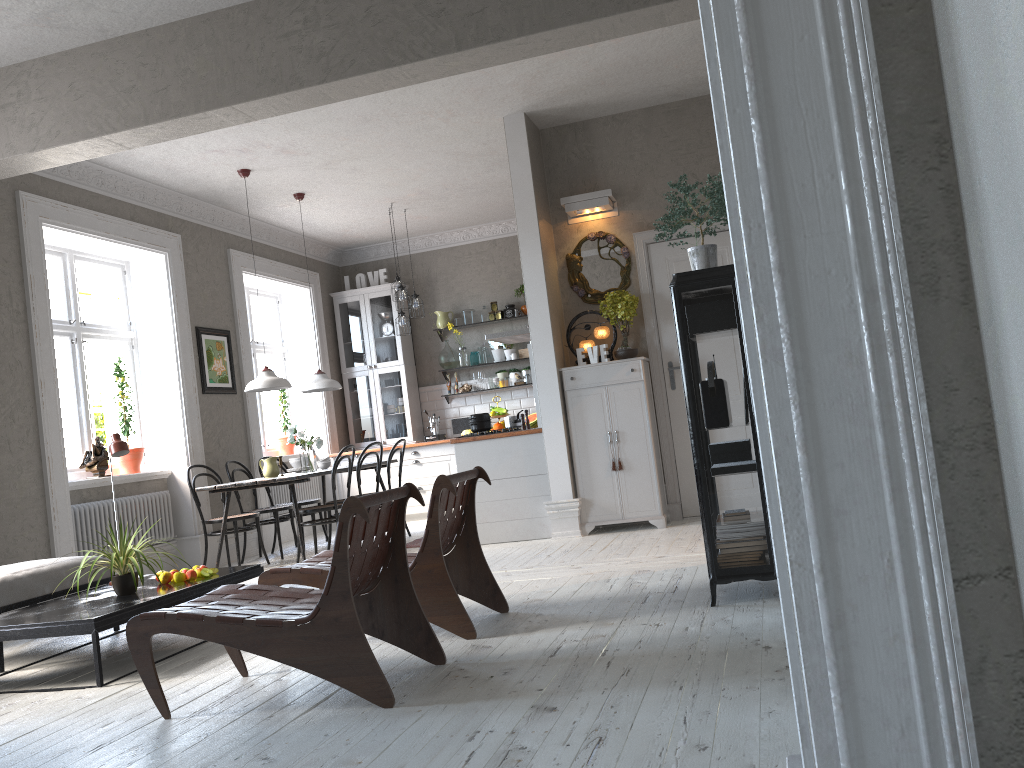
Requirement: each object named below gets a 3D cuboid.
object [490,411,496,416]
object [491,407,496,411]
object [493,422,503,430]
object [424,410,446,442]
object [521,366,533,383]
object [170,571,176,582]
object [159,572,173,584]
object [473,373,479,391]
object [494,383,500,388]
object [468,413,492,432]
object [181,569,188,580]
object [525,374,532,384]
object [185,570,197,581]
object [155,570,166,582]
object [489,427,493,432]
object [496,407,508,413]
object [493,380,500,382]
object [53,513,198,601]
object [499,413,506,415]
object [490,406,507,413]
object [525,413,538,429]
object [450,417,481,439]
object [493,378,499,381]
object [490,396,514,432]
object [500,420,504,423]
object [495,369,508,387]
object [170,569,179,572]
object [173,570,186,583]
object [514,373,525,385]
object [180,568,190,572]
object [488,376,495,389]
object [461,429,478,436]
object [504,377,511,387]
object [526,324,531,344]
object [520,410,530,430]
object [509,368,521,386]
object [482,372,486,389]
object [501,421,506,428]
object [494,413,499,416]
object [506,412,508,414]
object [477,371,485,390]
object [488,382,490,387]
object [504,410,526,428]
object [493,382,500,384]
[{"bbox_3d":[-0.219,0.341,10.115,0.058,0.069,0.080,-9,-3,34],"label":"object"},{"bbox_3d":[-0.217,0.279,10.165,0.073,0.058,0.050,-7,-3,-9],"label":"object"},{"bbox_3d":[-0.158,0.483,10.040,0.114,0.110,0.110,-6,-3,-18],"label":"object"},{"bbox_3d":[-0.929,0.481,10.309,0.204,0.370,0.357,-8,-3,15],"label":"object"},{"bbox_3d":[0.195,-0.103,10.346,0.157,0.213,0.154,-8,-3,12],"label":"object"},{"bbox_3d":[-1.811,1.029,4.737,0.058,0.056,0.060,-7,-3,2],"label":"object"},{"bbox_3d":[-1.827,1.023,4.668,0.069,0.066,0.071,-9,-3,30],"label":"object"},{"bbox_3d":[-0.420,-0.023,10.458,0.082,0.217,0.082,-7,-3,1],"label":"object"},{"bbox_3d":[-0.175,0.020,10.288,0.077,0.051,0.077,-8,-3,8],"label":"object"},{"bbox_3d":[-0.259,0.316,7.240,0.191,0.147,0.192,-7,-3,-6],"label":"object"},{"bbox_3d":[-1.744,1.020,4.737,0.056,0.058,0.059,-7,-3,6],"label":"object"},{"bbox_3d":[0.187,-0.058,10.229,0.077,0.108,0.078,-8,-3,8],"label":"object"},{"bbox_3d":[-1.695,1.011,4.684,0.056,0.058,0.057,-9,-4,39],"label":"object"},{"bbox_3d":[-1.876,1.033,4.743,0.066,0.066,0.071,-8,-3,20],"label":"object"},{"bbox_3d":[-0.233,0.524,10.208,0.075,0.072,0.155,-10,-4,44],"label":"object"},{"bbox_3d":[-0.105,0.298,10.203,0.177,0.096,0.090,-9,-3,35],"label":"object"},{"bbox_3d":[-0.179,-0.014,10.290,0.076,0.051,0.079,-9,-3,33],"label":"object"},{"bbox_3d":[-1.935,0.856,4.475,0.718,0.420,0.676,-9,-3,33],"label":"object"},{"bbox_3d":[-0.110,0.353,10.138,0.076,0.062,0.100,-7,-3,-12],"label":"object"},{"bbox_3d":[-0.153,0.291,10.144,0.208,0.101,0.068,-8,-3,20],"label":"object"},{"bbox_3d":[0.220,0.414,9.899,0.231,0.174,0.222,-9,-4,36],"label":"object"},{"bbox_3d":[-0.526,0.501,10.299,0.348,0.226,0.089,-8,-3,14],"label":"object"},{"bbox_3d":[-0.183,-0.040,10.291,0.077,0.051,0.077,-7,-3,1],"label":"object"},{"bbox_3d":[-0.152,0.349,10.170,0.352,0.425,0.352,-7,-3,0],"label":"object"},{"bbox_3d":[-0.101,0.463,10.224,0.085,0.093,0.087,-8,-3,11],"label":"object"},{"bbox_3d":[-0.116,-0.066,10.406,0.157,0.216,0.155,-7,-3,-5],"label":"object"},{"bbox_3d":[-1.830,1.034,4.799,0.057,0.058,0.058,-7,-3,-2],"label":"object"},{"bbox_3d":[-1.757,1.016,4.675,0.063,0.063,0.060,-5,-4,-44],"label":"object"},{"bbox_3d":[0.086,-0.060,10.273,0.120,0.146,0.099,-6,-3,-18],"label":"object"},{"bbox_3d":[-1.768,1.026,4.793,0.063,0.058,0.060,-6,-3,-30],"label":"object"},{"bbox_3d":[-0.233,-0.014,10.348,0.079,0.139,0.078,-7,-3,-13],"label":"object"},{"bbox_3d":[-0.481,0.556,10.076,0.195,0.083,0.191,-8,-3,15],"label":"object"},{"bbox_3d":[-0.053,-0.023,10.315,0.077,0.108,0.078,-8,-3,8],"label":"object"},{"bbox_3d":[0.227,-0.558,10.295,0.131,0.287,0.130,-7,-3,0],"label":"object"},{"bbox_3d":[0.103,0.282,7.064,0.072,0.166,0.036,-8,-3,14],"label":"object"},{"bbox_3d":[0.036,-0.082,10.377,0.170,0.214,0.150,-10,-4,44],"label":"object"},{"bbox_3d":[-0.338,-0.035,10.434,0.082,0.217,0.082,-7,-3,1],"label":"object"},{"bbox_3d":[-0.100,0.467,10.104,0.087,0.078,0.089,-10,-4,41],"label":"object"},{"bbox_3d":[-0.173,0.358,10.118,0.063,0.061,0.067,-8,-3,15],"label":"object"},{"bbox_3d":[-0.063,0.345,10.158,0.051,0.050,0.050,-8,-3,24],"label":"object"},{"bbox_3d":[-0.361,-0.037,10.346,0.082,0.217,0.082,-7,-3,1],"label":"object"},{"bbox_3d":[-0.238,0.019,10.427,0.076,0.083,0.079,-9,-3,32],"label":"object"},{"bbox_3d":[0.063,0.291,7.398,0.178,0.134,0.297,-5,-4,-41],"label":"object"},{"bbox_3d":[-0.177,0.003,10.289,0.077,0.051,0.077,-8,-3,8],"label":"object"}]
